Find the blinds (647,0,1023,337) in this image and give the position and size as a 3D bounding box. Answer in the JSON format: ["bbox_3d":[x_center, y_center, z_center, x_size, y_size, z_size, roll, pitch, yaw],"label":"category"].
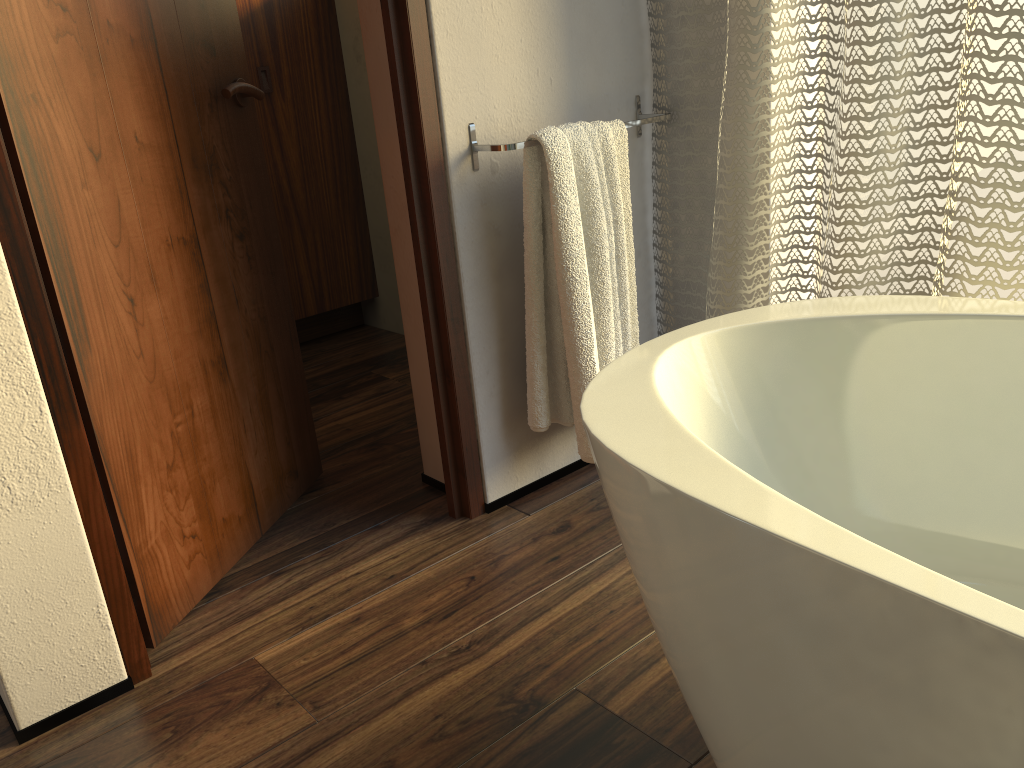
[{"bbox_3d":[0.915,-0.782,0.876,0.177,2.333,2.176,-21,24,-36],"label":"blinds"}]

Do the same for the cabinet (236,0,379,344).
[{"bbox_3d":[-1.157,-1.150,2.556,1.450,2.359,0.367,-21,25,-35],"label":"cabinet"}]

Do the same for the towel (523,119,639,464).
[{"bbox_3d":[0.135,-0.180,1.726,0.158,0.636,0.255,7,24,32],"label":"towel"}]

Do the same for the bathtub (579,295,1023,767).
[{"bbox_3d":[0.765,0.320,0.676,0.748,0.484,1.659,-22,25,-36],"label":"bathtub"}]

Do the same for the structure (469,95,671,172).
[{"bbox_3d":[0.127,-0.480,1.677,0.443,0.088,0.105,-21,25,-35],"label":"structure"}]

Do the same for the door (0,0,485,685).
[{"bbox_3d":[-0.572,-0.587,1.442,0.714,1.944,0.475,-21,25,-35],"label":"door"}]
